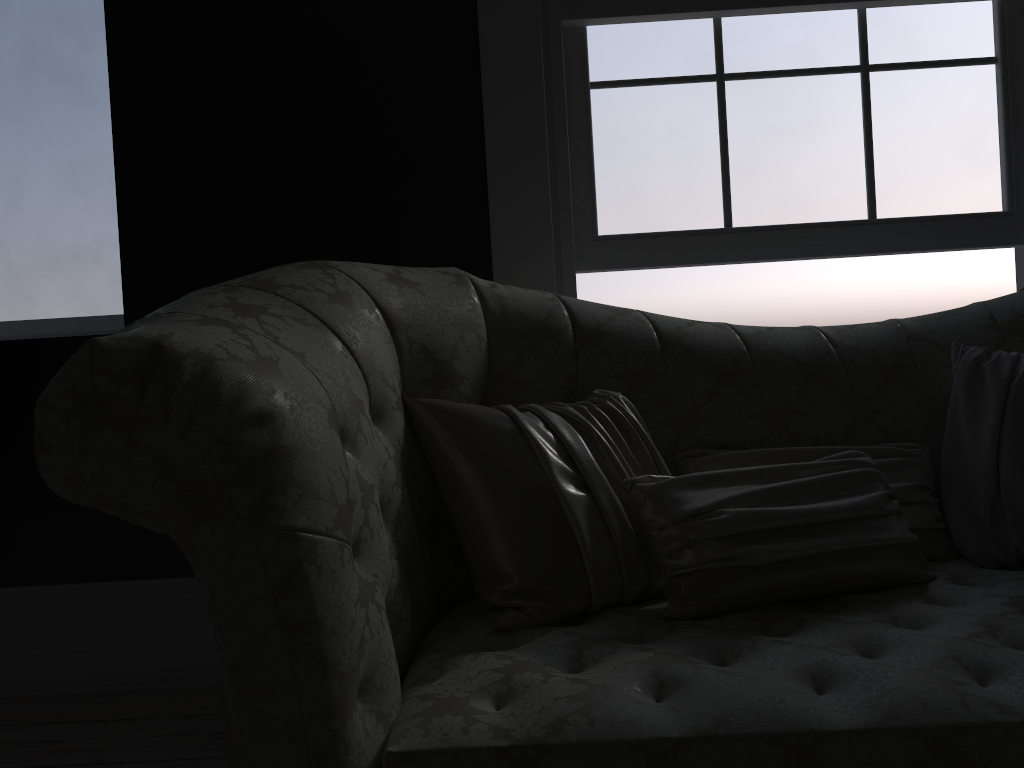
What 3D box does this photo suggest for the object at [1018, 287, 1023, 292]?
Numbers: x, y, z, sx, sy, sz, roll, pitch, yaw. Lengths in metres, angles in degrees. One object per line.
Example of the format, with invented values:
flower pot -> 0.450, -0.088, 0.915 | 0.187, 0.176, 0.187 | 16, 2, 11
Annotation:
object -> 1.786, -0.091, 1.842 | 0.516, 0.585, 1.368 | -4, 0, -40

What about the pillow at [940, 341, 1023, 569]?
pillow -> 1.351, 0.112, 1.701 | 0.964, 0.462, 0.405 | -3, 0, 8

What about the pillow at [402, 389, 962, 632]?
pillow -> 0.354, 0.191, 1.693 | 1.105, 0.416, 0.529 | -3, 0, 1

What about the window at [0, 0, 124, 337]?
window -> -1.632, -0.896, 3.049 | 0.740, 1.457, 0.112 | -3, 1, 1

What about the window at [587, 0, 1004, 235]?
window -> 0.812, -1.282, 2.604 | 1.263, 1.672, 0.056 | -3, 1, 1

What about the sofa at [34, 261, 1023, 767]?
sofa -> 0.841, 0.251, 1.757 | 2.813, 1.161, 1.606 | -3, 0, 2
